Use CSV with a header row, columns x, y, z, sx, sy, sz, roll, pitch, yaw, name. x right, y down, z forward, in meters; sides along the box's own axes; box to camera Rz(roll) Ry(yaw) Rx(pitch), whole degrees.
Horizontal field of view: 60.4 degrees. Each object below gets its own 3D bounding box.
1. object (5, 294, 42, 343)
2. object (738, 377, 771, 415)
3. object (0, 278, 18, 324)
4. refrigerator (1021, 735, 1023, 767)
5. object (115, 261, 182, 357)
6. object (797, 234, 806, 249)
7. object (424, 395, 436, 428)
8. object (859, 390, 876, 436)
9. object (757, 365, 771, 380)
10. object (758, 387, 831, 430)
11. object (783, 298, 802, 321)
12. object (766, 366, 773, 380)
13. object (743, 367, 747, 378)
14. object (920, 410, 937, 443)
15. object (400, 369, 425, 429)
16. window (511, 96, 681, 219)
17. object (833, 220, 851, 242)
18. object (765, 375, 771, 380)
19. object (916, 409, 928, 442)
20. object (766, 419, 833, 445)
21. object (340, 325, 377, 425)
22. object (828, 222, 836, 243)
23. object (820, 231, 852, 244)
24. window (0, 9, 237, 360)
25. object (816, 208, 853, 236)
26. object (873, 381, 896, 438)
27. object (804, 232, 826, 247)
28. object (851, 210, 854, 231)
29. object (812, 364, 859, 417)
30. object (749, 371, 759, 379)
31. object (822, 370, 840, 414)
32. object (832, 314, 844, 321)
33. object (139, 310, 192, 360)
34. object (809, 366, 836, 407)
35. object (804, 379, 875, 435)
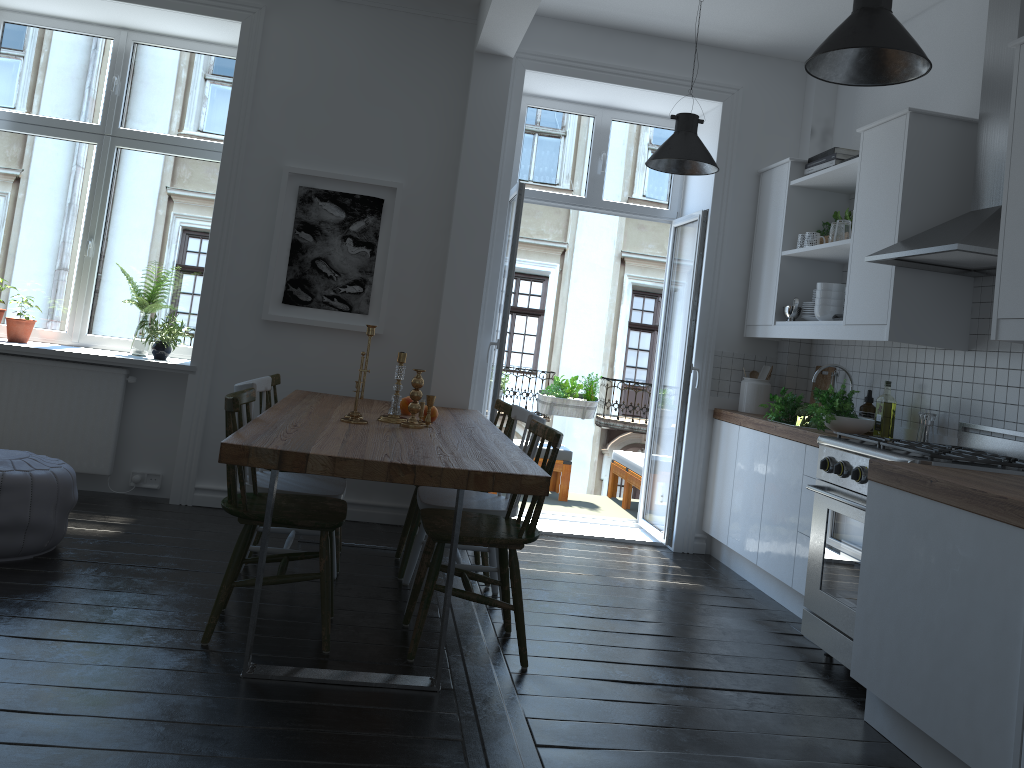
x,y,z,sx,sy,sz,roll,pitch,yaw,name
-2.812,-0.376,5.070,0.192,0.279,0.177,9,-3,-41,object
1.456,0.073,5.280,0.174,0.209,0.173,7,-1,-4,object
-3.008,-0.447,5.065,0.258,0.372,0.233,7,-2,4,object
1.680,0.339,1.997,0.680,1.815,0.573,8,-3,-8,refrigerator
-2.159,-0.446,5.207,0.325,0.570,0.395,9,-3,-44,object
1.661,-0.789,4.976,0.107,0.101,0.083,7,-1,-39,object
-0.360,0.120,3.825,0.049,0.140,0.049,8,-3,-8,object
1.827,0.145,4.521,0.084,0.232,0.085,10,-4,-43,object
1.471,0.028,5.286,0.139,0.292,0.064,9,-4,-34,object
1.507,0.176,4.652,0.281,0.309,0.471,8,0,-35,object
1.564,-0.409,4.906,0.102,0.135,0.209,7,1,4,object
1.504,0.032,5.255,0.056,0.298,0.131,9,-4,-29,object
1.426,0.036,5.317,0.148,0.265,0.054,9,-4,-33,object
1.884,0.204,3.987,0.059,0.174,0.058,7,-3,5,object
-0.411,0.062,3.754,0.101,0.249,0.100,6,-3,16,object
0.579,-1.500,5.835,1.177,0.663,0.105,7,-4,-8,window
1.684,-0.772,4.483,0.086,0.120,0.085,7,-2,15,object
1.503,0.055,5.262,0.113,0.249,0.051,10,-5,-43,object
1.896,0.203,4.051,0.059,0.174,0.058,7,-3,5,object
1.564,0.275,4.626,0.353,0.112,0.372,7,2,-8,object
-0.629,-0.043,3.664,0.114,0.414,0.112,4,-5,44,object
1.687,-0.776,4.569,0.086,0.120,0.085,7,-2,15,object
1.834,-0.763,4.859,0.153,0.103,0.393,7,2,-8,object
-2.520,-1.218,5.383,1.565,2.002,0.106,7,-4,-8,window
1.835,-0.854,4.939,0.163,0.256,0.348,8,0,-18,object
1.822,0.126,4.295,0.066,0.284,0.066,8,-4,-13,object
1.662,-0.782,4.852,0.082,0.101,0.108,8,-1,-19,object
1.845,-0.829,4.759,0.059,0.226,0.060,9,-4,-25,object
1.738,0.076,4.633,0.272,0.355,0.189,8,-3,-31,object
1.450,0.044,5.313,0.061,0.253,0.116,6,-3,22,object
1.784,0.077,4.904,0.098,0.320,0.097,8,-3,-8,object
1.734,-0.315,4.380,0.275,0.042,0.246,6,3,-15,object
-2.010,-0.287,5.106,0.284,0.297,0.285,7,-1,-4,object
1.788,0.062,5.094,0.040,0.332,0.219,8,-2,-8,object
1.593,0.107,4.286,0.336,0.271,0.272,7,-1,-18,object
